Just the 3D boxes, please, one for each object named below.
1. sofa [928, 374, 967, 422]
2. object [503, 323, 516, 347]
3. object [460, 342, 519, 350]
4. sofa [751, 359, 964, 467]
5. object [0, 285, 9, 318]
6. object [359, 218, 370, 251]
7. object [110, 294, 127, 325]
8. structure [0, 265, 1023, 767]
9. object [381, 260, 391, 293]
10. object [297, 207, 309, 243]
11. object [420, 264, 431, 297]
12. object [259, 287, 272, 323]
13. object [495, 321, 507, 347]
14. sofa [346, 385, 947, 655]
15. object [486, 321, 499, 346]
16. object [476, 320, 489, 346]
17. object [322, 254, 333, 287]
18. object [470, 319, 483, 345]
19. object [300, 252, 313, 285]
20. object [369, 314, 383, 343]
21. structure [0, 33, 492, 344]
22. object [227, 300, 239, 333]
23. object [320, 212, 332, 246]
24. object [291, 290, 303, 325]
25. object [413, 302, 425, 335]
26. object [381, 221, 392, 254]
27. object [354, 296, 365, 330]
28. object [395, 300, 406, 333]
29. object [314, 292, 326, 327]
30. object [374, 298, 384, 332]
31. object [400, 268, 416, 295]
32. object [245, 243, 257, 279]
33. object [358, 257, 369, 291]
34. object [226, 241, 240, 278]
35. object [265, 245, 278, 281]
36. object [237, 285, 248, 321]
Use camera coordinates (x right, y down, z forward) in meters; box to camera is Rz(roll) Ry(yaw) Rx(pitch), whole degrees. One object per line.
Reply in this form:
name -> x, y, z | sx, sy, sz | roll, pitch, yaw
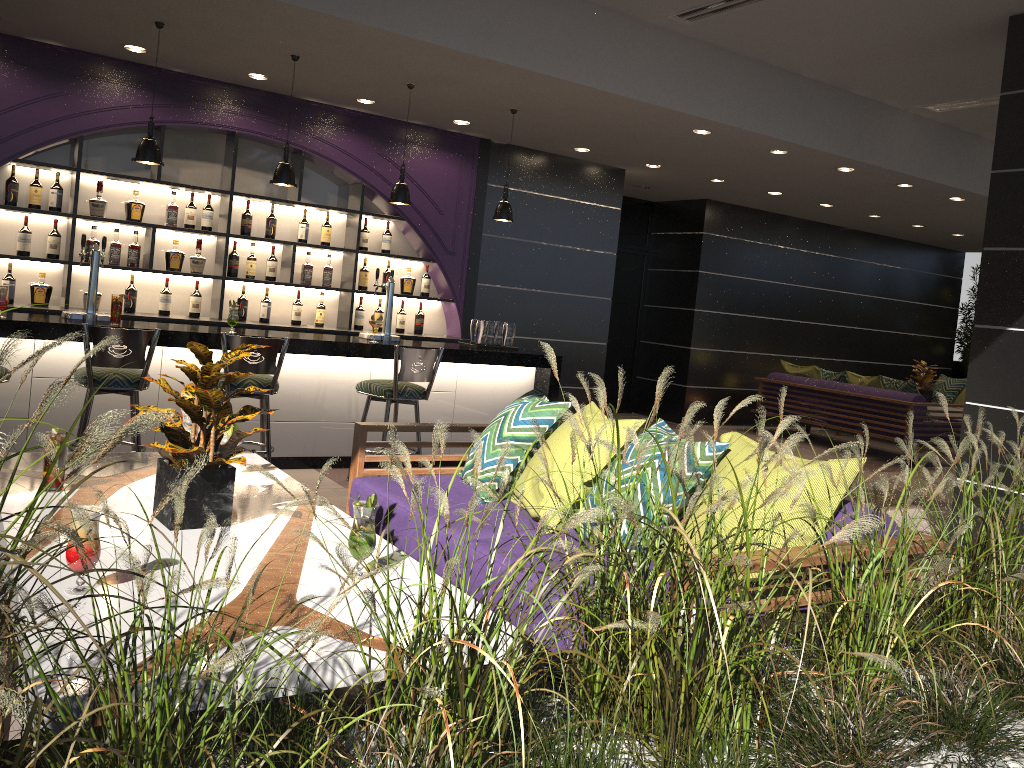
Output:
sofa -> 6.186, 0.394, 11.540 | 1.117, 0.917, 2.137 | 3, 5, -33
object -> -0.027, -0.385, 7.103 | 0.105, 0.208, 0.106 | 5, 3, -28
object -> -0.182, -0.305, 7.106 | 0.436, 0.018, 0.274 | 2, 6, -33
sofa -> 3.980, 0.288, 10.236 | 1.117, 0.917, 2.137 | 3, 5, -33
object -> -2.862, -0.464, 4.961 | 0.069, 0.181, 0.068 | 7, 2, 29
object -> -1.302, -1.318, 7.815 | 0.086, 0.298, 0.086 | 6, 2, 16
object -> -2.353, -0.446, 5.286 | 0.084, 0.189, 0.067 | 6, 2, -8
structure -> -0.681, -0.789, 4.636 | 24.668, 3.115, 7.858 | 2, 6, -33
object -> -1.110, -0.960, 7.899 | 0.086, 0.297, 0.086 | 6, 2, 16
object -> -1.762, -1.344, 7.506 | 0.086, 0.315, 0.104 | 5, 2, -28
object -> -0.790, -0.950, 8.135 | 0.086, 0.298, 0.086 | 6, 2, 16
object -> -2.040, -0.664, 7.348 | 0.086, 0.315, 0.104 | 5, 2, -28
object -> -0.095, -0.400, 7.196 | 0.105, 0.208, 0.106 | 5, 3, -28
sofa -> 0.288, 0.540, 3.333 | 1.117, 0.917, 2.137 | 3, 5, -33
object -> -0.162, -0.396, 7.078 | 0.105, 0.208, 0.106 | 5, 3, -28
object -> -0.236, -0.394, 6.972 | 0.105, 0.208, 0.106 | 5, 3, -28
object -> -1.587, -0.979, 7.635 | 0.083, 0.281, 0.083 | 5, 2, -13
object -> -0.285, -0.408, 7.069 | 0.105, 0.208, 0.106 | 5, 3, -28
object -> -1.747, -0.988, 7.554 | 0.083, 0.281, 0.083 | 5, 2, -33
object -> -0.956, -0.390, 6.195 | 0.105, 0.197, 0.106 | 6, 2, -5
structure -> -2.291, -0.989, 7.054 | 4.619, 2.755, 0.532 | 3, 3, -33
object -> -1.784, -0.433, 5.658 | 0.069, 0.211, 0.068 | 8, 3, 40
object -> -1.596, -1.328, 7.615 | 0.086, 0.298, 0.086 | 6, 2, 16
object -> -1.818, -0.648, 7.502 | 0.086, 0.298, 0.086 | 6, 2, 16
object -> -0.847, -0.606, 8.118 | 0.086, 0.298, 0.086 | 6, 2, 16
object -> -1.120, -1.309, 7.925 | 0.086, 0.297, 0.086 | 6, 2, 16
object -> -1.341, -0.627, 7.806 | 0.086, 0.297, 0.086 | 6, 2, 16
object -> -1.003, -0.613, 8.030 | 0.086, 0.298, 0.086 | 6, 2, 16
object -> -1.654, -0.646, 7.656 | 0.080, 0.299, 0.080 | 5, 2, -31
object -> -1.184, -0.617, 7.881 | 0.086, 0.298, 0.086 | 6, 2, 16
object -> -0.943, -0.930, 8.014 | 0.151, 0.247, 0.094 | 5, 2, -14
object -> -2.144, -1.013, 7.285 | 0.080, 0.299, 0.080 | 5, 2, -31
object -> -1.298, -0.967, 7.774 | 0.086, 0.298, 0.086 | 6, 2, 16
object -> -2.258, -1.012, 7.179 | 0.086, 0.298, 0.086 | 6, 2, 16
object -> -1.994, -1.001, 7.355 | 0.086, 0.298, 0.086 | 6, 2, 16
object -> -2.200, -0.661, 7.226 | 0.086, 0.297, 0.086 | 6, 2, 16
